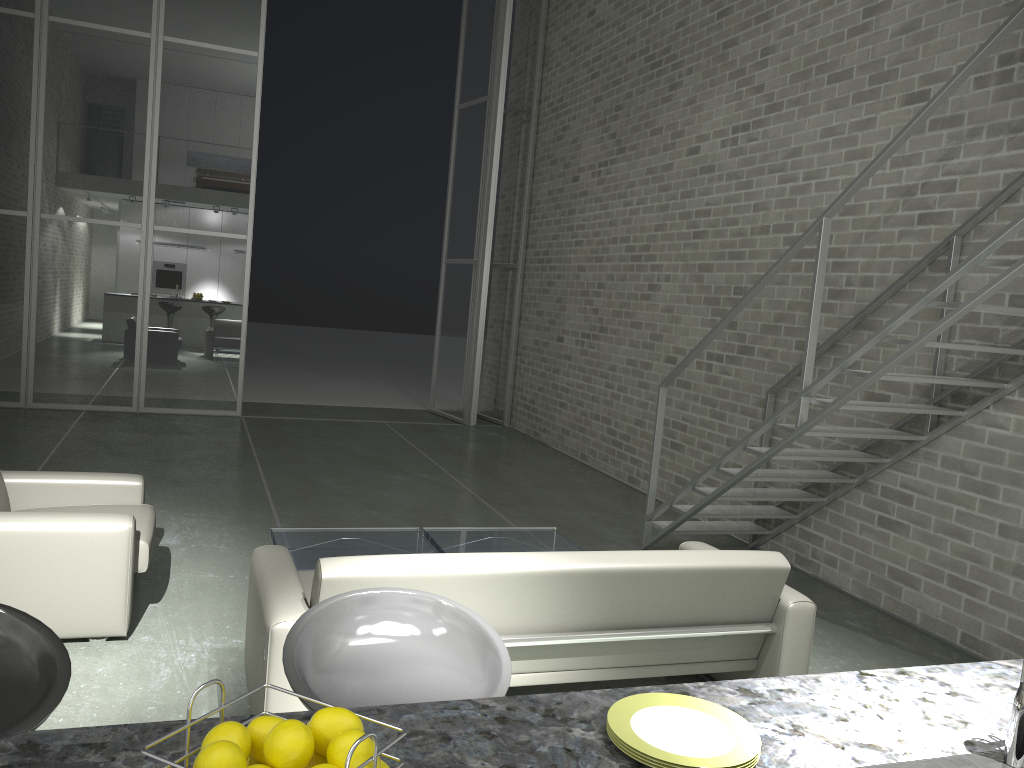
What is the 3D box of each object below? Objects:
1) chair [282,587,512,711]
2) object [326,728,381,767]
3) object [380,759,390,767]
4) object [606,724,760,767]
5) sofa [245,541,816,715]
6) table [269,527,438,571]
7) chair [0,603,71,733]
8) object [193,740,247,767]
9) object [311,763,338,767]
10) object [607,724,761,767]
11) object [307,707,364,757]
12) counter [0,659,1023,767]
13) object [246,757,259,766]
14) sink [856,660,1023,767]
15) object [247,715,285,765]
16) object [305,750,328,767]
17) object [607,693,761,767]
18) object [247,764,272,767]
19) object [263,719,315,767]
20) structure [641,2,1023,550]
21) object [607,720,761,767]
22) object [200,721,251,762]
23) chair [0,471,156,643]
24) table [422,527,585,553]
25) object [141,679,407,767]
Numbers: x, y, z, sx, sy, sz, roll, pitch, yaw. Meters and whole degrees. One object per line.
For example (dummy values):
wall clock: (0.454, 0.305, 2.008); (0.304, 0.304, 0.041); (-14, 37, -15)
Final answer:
chair: (-0.261, 0.943, 1.807); (0.457, 0.931, 0.464); (5, 5, -6)
object: (-0.165, 0.392, 0.927); (0.052, 0.060, 0.057); (0, 7, -42)
object: (-0.159, 0.429, 0.958); (0.063, 0.051, 0.053); (8, 6, 28)
object: (0.243, 0.512, 1.270); (0.216, 0.017, 0.217); (6, 6, 12)
sofa: (0.060, 0.914, 3.548); (2.114, 0.717, 0.902); (3, 6, -20)
table: (-0.794, 0.967, 4.535); (0.820, 0.270, 0.800); (3, 6, -20)
chair: (-1.040, 0.895, 1.557); (0.457, 0.931, 0.464); (1, 7, -39)
object: (-0.288, 0.380, 0.873); (0.050, 0.060, 0.059); (2, 6, -30)
object: (-0.189, 0.407, 0.880); (0.053, 0.051, 0.063); (7, 6, 15)
object: (0.243, 0.507, 1.269); (0.216, 0.017, 0.217); (6, 6, 12)
object: (-0.194, 0.381, 0.971); (0.063, 0.051, 0.053); (7, 6, 17)
counter: (0.151, 1.019, 1.028); (4.400, 0.960, 0.900); (3, 6, -20)
object: (-0.285, 0.439, 1.014); (0.052, 0.054, 0.061); (9, 7, 37)
sink: (0.875, 0.365, 1.084); (0.987, 1.023, 0.546); (3, 6, -20)
object: (-0.268, 0.396, 0.987); (0.061, 0.052, 0.053); (4, 6, -17)
object: (-0.218, 0.424, 0.977); (0.052, 0.053, 0.062); (9, 6, 32)
object: (0.244, 0.498, 1.268); (0.216, 0.017, 0.217); (6, 6, 12)
object: (-0.255, 0.412, 0.890); (0.055, 0.051, 0.061); (1, 7, -36)
object: (-0.233, 0.379, 0.926); (0.051, 0.053, 0.063); (2, 6, -29)
structure: (2.205, -0.705, 3.924); (0.902, 4.246, 4.345); (3, 6, -20)
object: (0.244, 0.503, 1.269); (0.216, 0.017, 0.217); (6, 6, 12)
object: (-0.303, 0.386, 0.939); (0.051, 0.053, 0.063); (4, 6, -17)
chair: (-2.112, 0.670, 4.030); (0.910, 0.717, 0.963); (3, 6, -20)
table: (-0.008, 1.012, 4.823); (0.820, 0.270, 0.800); (3, 6, -20)
object: (-0.246, 0.421, 0.925); (0.207, 0.174, 0.189); (8, 6, 25)
